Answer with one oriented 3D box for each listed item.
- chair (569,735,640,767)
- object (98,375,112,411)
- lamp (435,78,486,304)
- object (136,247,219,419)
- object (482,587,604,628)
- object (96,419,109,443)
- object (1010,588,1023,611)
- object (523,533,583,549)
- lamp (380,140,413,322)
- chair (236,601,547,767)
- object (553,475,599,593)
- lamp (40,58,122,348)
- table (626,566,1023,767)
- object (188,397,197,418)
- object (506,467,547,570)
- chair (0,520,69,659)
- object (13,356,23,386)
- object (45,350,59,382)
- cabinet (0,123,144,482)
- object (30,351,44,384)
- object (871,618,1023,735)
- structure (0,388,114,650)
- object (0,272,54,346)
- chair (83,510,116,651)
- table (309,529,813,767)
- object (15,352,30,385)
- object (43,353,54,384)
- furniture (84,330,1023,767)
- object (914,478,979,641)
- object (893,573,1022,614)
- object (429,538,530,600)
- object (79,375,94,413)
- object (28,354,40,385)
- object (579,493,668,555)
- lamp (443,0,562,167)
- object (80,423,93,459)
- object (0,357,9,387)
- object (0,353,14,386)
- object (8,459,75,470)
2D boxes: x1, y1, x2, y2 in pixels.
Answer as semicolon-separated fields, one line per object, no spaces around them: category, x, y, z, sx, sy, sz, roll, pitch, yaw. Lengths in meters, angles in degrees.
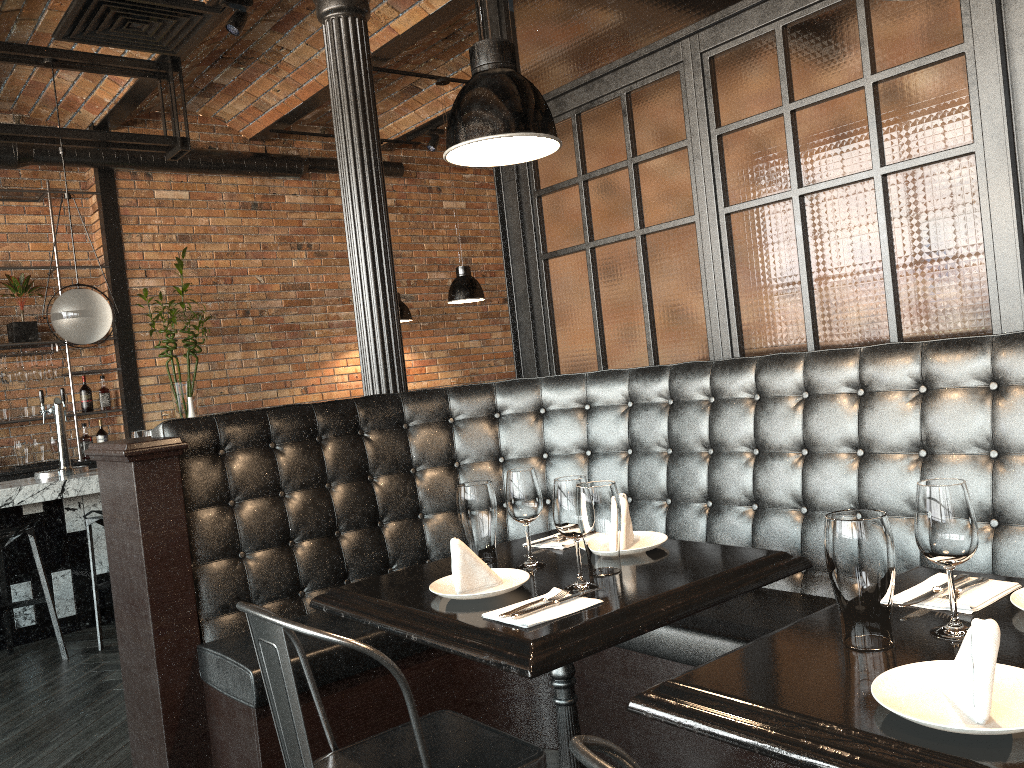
chair;0.406;0.772;0.960;0.558;0.857;0.504;-7;1;-28
object;-3.277;0.072;7.126;0.083;0.282;0.083;-7;1;-28
lamp;-0.428;-1.437;6.599;0.291;1.653;0.291;-6;1;7
object;-2.596;-0.271;6.982;0.584;1.546;0.673;-6;1;0
object;0.078;0.451;1.829;0.255;0.019;0.157;-7;1;-38
object;-3.286;0.432;7.111;0.086;0.298;0.086;-6;1;10
object;0.940;0.309;1.445;0.232;0.139;0.232;-6;1;23
object;0.138;0.432;2.481;0.255;0.019;0.157;-7;2;-43
lamp;-1.137;-1.388;8.075;0.291;1.653;0.291;-6;1;27
chair;-0.219;0.823;1.843;0.558;0.857;0.504;-7;1;-38
object;0.140;0.328;1.953;0.092;0.244;0.092;-5;1;35
lamp;-2.689;-1.090;5.378;0.340;1.754;0.340;-6;1;8
table;0.821;0.771;1.300;0.872;0.758;0.872;-7;1;-38
object;-2.321;0.287;6.696;0.316;0.397;0.319;-6;1;10
object;0.035;0.334;2.213;0.092;0.244;0.092;-7;1;-22
chair;-2.646;1.093;4.635;0.475;0.737;0.414;-7;1;-33
object;-3.797;-0.109;6.820;0.092;0.244;0.092;-6;1;1
object;-3.537;-0.137;6.817;0.092;0.244;0.092;-6;1;1
cabinet;-5.818;-0.036;5.068;7.075;3.779;0.564;-7;1;-38
object;-3.617;-0.127;6.752;0.092;0.244;0.092;-6;1;1
object;0.584;0.354;1.146;0.232;0.139;0.232;-5;1;36
structure;-3.930;0.878;5.048;5.346;1.430;1.930;-7;1;-38
object;-3.729;-0.584;6.767;0.398;0.560;0.374;-6;1;24
chair;-2.193;1.037;4.998;0.475;0.737;0.414;-7;2;-43
table;0.137;0.828;2.163;0.872;0.758;0.872;-7;1;-38
object;-3.694;-0.118;6.691;0.092;0.244;0.092;-6;1;1
object;-3.639;-0.129;6.946;0.092;0.244;0.092;-6;1;1
furniture;1.056;0.512;1.520;1.979;1.212;5.451;-7;1;-38
object;0.698;0.278;1.417;0.092;0.244;0.092;-7;1;-22
object;0.791;0.378;1.609;0.255;0.019;0.157;-7;1;-38
object;-0.079;0.409;2.036;0.232;0.139;0.232;-6;1;10
object;-3.385;0.077;7.043;0.086;0.299;0.086;-6;1;10
object;-3.720;-0.119;6.881;0.092;0.244;0.092;-6;1;1
object;0.283;0.364;2.308;0.232;0.139;0.232;-6;1;10
lamp;-0.112;-1.385;2.146;0.291;1.653;0.291;-6;1;7
object;-3.374;0.451;7.023;0.083;0.282;0.083;-5;1;37
object;-3.882;-0.098;6.751;0.092;0.244;0.092;-6;1;1
object;-3.780;-0.107;6.622;0.092;0.244;0.092;-6;1;1
object;-3.592;0.612;6.769;0.437;0.019;0.273;-7;1;-38
